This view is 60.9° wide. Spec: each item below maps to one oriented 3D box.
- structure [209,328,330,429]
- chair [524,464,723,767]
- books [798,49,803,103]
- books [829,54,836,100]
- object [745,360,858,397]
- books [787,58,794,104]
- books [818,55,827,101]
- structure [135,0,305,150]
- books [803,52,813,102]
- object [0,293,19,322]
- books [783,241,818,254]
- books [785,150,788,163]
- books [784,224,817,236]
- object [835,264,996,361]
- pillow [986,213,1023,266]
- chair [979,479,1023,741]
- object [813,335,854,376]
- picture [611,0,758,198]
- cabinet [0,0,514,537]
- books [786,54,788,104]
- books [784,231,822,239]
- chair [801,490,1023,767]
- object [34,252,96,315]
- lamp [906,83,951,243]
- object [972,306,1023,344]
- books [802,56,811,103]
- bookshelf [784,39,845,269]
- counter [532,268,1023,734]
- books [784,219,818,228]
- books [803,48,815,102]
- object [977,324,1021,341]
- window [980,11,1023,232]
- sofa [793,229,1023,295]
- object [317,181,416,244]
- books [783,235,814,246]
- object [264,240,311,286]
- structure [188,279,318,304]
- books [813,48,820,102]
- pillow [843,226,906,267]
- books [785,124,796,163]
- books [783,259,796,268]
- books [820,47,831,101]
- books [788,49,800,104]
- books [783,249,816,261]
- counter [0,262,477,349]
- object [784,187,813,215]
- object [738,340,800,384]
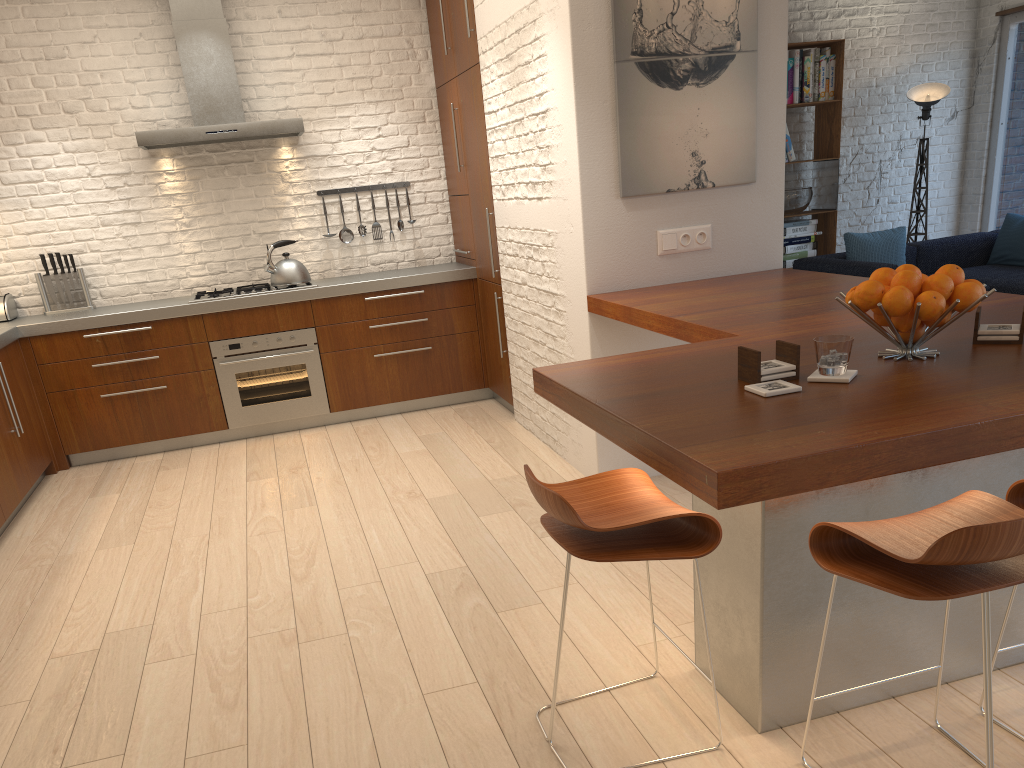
[{"bbox_3d":[-1.644,-0.073,5.941,0.665,0.610,0.476,-10,19,-13],"label":"structure"},{"bbox_3d":[0.265,0.579,2.290,0.420,0.818,0.384,-11,20,-13],"label":"chair"},{"bbox_3d":[2.243,-2.448,6.989,0.036,0.404,0.232,-11,20,-14],"label":"books"},{"bbox_3d":[2.523,-2.469,7.078,0.055,0.348,0.242,-11,19,-14],"label":"books"},{"bbox_3d":[0.687,-0.025,2.111,0.285,0.037,0.196,-9,14,-13],"label":"object"},{"bbox_3d":[2.163,-2.410,6.990,0.055,0.348,0.242,-11,19,-14],"label":"books"},{"bbox_3d":[2.437,-2.450,7.037,0.055,0.348,0.242,-11,19,-14],"label":"books"},{"bbox_3d":[-1.868,-2.019,5.318,0.979,1.048,0.434,-10,21,-13],"label":"structure"},{"bbox_3d":[2.326,-2.448,7.012,0.020,0.379,0.258,-11,19,-15],"label":"books"},{"bbox_3d":[-3.376,-0.470,5.560,0.342,0.168,0.238,-10,16,-13],"label":"object"},{"bbox_3d":[2.392,-1.172,7.479,0.373,0.068,0.236,-13,15,-26],"label":"books"},{"bbox_3d":[2.137,-1.987,7.135,0.124,0.368,0.258,-11,19,-14],"label":"books"},{"bbox_3d":[2.371,-1.314,7.441,0.375,0.068,0.234,-11,15,-19],"label":"books"},{"bbox_3d":[1.007,-0.183,2.203,0.358,0.234,0.351,7,20,39],"label":"object"},{"bbox_3d":[4.095,-1.072,6.583,0.241,0.420,1.057,-11,15,-16],"label":"pillow"},{"bbox_3d":[1.462,0.509,2.046,0.402,0.817,0.401,-11,20,-13],"label":"chair"},{"bbox_3d":[0.766,-0.066,2.080,0.090,0.089,0.087,-11,18,-16],"label":"object"},{"bbox_3d":[0.742,-1.362,3.693,0.650,1.072,0.019,-10,22,-12],"label":"picture"},{"bbox_3d":[-2.000,-0.840,4.606,2.234,2.988,4.591,10,22,39],"label":"cabinet"},{"bbox_3d":[2.119,-2.427,6.956,0.036,0.404,0.232,-11,20,-14],"label":"books"},{"bbox_3d":[2.372,-1.267,7.439,0.441,0.022,0.259,-9,14,-13],"label":"books"},{"bbox_3d":[0.947,0.591,1.929,0.402,0.817,0.401,-11,20,-13],"label":"chair"},{"bbox_3d":[-2.925,-0.659,5.667,0.319,0.396,0.063,-10,21,-12],"label":"object"},{"bbox_3d":[3.695,-1.554,7.346,0.488,1.947,0.849,-24,27,-39],"label":"lamp"},{"bbox_3d":[1.278,-0.155,2.285,0.114,0.087,0.089,3,19,29],"label":"object"},{"bbox_3d":[2.295,-2.426,6.996,0.055,0.348,0.242,-11,19,-14],"label":"books"},{"bbox_3d":[2.020,-1.543,7.233,1.308,2.324,0.346,-10,22,-12],"label":"bookshelf"},{"bbox_3d":[0.876,0.256,3.035,1.673,0.972,2.382,-10,15,-14],"label":"counter"},{"bbox_3d":[2.363,-1.363,7.416,0.377,0.038,0.233,-9,14,-13],"label":"books"},{"bbox_3d":[2.349,-2.468,7.026,0.036,0.404,0.232,-11,20,-14],"label":"books"},{"bbox_3d":[1.416,-0.144,2.284,0.393,0.037,0.188,-8,14,-9],"label":"object"},{"bbox_3d":[5.940,-2.861,1.452,0.642,6.753,11.770,-11,16,-15],"label":"window"},{"bbox_3d":[3.746,-0.492,5.503,2.063,0.698,3.770,-10,14,-14],"label":"sofa"},{"bbox_3d":[-1.001,-1.168,6.053,0.664,0.412,0.133,-9,21,-13],"label":"object"},{"bbox_3d":[2.363,-1.225,7.439,0.323,0.059,0.244,-11,14,-18],"label":"books"},{"bbox_3d":[-1.469,-0.799,5.700,0.263,0.291,0.247,-4,18,7],"label":"object"},{"bbox_3d":[-1.718,-0.631,5.793,0.806,0.034,0.563,-9,14,-13],"label":"structure"},{"bbox_3d":[2.388,-2.471,7.022,0.036,0.404,0.232,-11,20,-14],"label":"books"},{"bbox_3d":[2.839,-0.995,6.784,0.551,0.432,0.212,-10,20,-14],"label":"pillow"},{"bbox_3d":[2.187,-1.983,7.136,0.157,0.347,0.242,-11,19,-14],"label":"books"},{"bbox_3d":[2.395,-1.052,7.520,0.375,0.068,0.234,-11,15,-19],"label":"books"},{"bbox_3d":[2.478,-2.486,7.042,0.036,0.404,0.232,-11,20,-14],"label":"books"},{"bbox_3d":[2.211,-2.441,6.972,0.036,0.404,0.232,-11,20,-14],"label":"books"},{"bbox_3d":[2.382,-1.114,7.514,0.360,0.059,0.269,-9,14,-11],"label":"books"},{"bbox_3d":[-1.585,-0.296,4.541,3.496,0.074,3.181,-9,14,-14],"label":"counter"},{"bbox_3d":[2.326,-1.538,7.357,0.401,0.213,0.381,2,17,26],"label":"object"},{"bbox_3d":[0.630,-0.053,2.143,0.114,0.087,0.089,-10,18,-13],"label":"object"}]
